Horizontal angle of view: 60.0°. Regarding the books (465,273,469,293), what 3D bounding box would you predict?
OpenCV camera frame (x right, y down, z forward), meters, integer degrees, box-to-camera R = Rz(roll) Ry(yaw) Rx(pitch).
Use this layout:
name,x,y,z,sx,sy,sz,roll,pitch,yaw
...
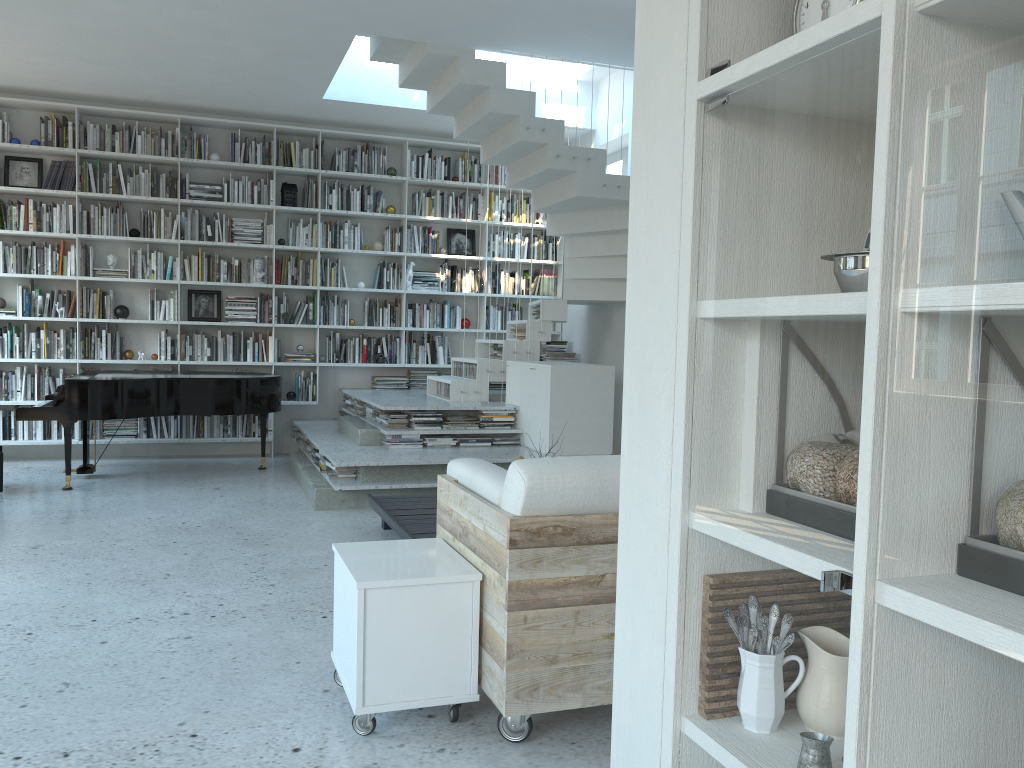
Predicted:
name,x,y,z,sx,sy,sz,roll,pitch,yaw
books,-0.487,-1.043,9.194,0.025,0.213,0.155,0,4,-19

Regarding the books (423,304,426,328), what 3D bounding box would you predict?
name,x,y,z,sx,sy,sz,roll,pitch,yaw
books,-0.910,-0.691,9.061,0.026,0.239,0.177,0,4,-19

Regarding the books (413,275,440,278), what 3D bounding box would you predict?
name,x,y,z,sx,sy,sz,roll,pitch,yaw
books,-0.896,-1.090,9.033,0.285,0.012,0.159,0,3,-24

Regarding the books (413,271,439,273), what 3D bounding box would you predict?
name,x,y,z,sx,sy,sz,roll,pitch,yaw
books,-0.897,-1.138,9.036,0.285,0.012,0.159,0,3,-17

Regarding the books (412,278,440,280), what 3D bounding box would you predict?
name,x,y,z,sx,sy,sz,roll,pitch,yaw
books,-0.898,-1.066,9.039,0.285,0.012,0.159,0,3,-22

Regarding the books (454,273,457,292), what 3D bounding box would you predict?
name,x,y,z,sx,sy,sz,roll,pitch,yaw
books,-0.592,-1.076,9.166,0.010,0.278,0.128,0,4,-19

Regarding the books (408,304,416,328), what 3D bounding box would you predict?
name,x,y,z,sx,sy,sz,roll,pitch,yaw
books,-1.015,-0.694,9.014,0.047,0.244,0.177,0,4,-19

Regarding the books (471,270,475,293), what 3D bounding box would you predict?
name,x,y,z,sx,sy,sz,roll,pitch,yaw
books,-0.428,-1.054,9.190,0.041,0.239,0.176,0,4,-19

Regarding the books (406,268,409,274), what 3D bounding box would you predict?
name,x,y,z,sx,sy,sz,roll,pitch,yaw
books,-1.075,-1.049,8.955,0.027,0.221,0.184,0,4,-19

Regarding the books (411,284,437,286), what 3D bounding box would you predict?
name,x,y,z,sx,sy,sz,roll,pitch,yaw
books,-0.904,-1.005,9.044,0.254,0.012,0.160,0,3,-17

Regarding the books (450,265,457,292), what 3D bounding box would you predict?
name,x,y,z,sx,sy,sz,roll,pitch,yaw
books,-0.616,-1.077,9.129,0.059,0.282,0.167,0,4,-19

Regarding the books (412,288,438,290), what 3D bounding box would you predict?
name,x,y,z,sx,sy,sz,roll,pitch,yaw
books,-0.903,-0.969,9.042,0.254,0.012,0.160,0,3,-23

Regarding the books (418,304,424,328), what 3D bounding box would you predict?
name,x,y,z,sx,sy,sz,roll,pitch,yaw
books,-0.938,-0.694,9.034,0.045,0.246,0.185,0,4,-19

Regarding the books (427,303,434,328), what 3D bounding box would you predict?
name,x,y,z,sx,sy,sz,roll,pitch,yaw
books,-0.839,-0.697,9.059,0.028,0.255,0.191,0,4,-19

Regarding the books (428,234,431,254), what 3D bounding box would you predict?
name,x,y,z,sx,sy,sz,roll,pitch,yaw
books,-0.856,-1.408,9.007,0.013,0.207,0.189,0,4,-19

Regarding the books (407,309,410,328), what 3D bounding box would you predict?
name,x,y,z,sx,sy,sz,roll,pitch,yaw
books,-1.063,-0.666,9.005,0.023,0.186,0.159,0,4,-19

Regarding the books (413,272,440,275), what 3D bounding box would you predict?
name,x,y,z,sx,sy,sz,roll,pitch,yaw
books,-0.897,-1.126,9.037,0.285,0.012,0.159,0,3,-21

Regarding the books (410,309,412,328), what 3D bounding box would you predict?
name,x,y,z,sx,sy,sz,roll,pitch,yaw
books,-1.042,-0.664,9.010,0.022,0.184,0.162,0,4,-19

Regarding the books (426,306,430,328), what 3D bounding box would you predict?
name,x,y,z,sx,sy,sz,roll,pitch,yaw
books,-0.865,-0.686,9.074,0.012,0.229,0.179,0,4,-19

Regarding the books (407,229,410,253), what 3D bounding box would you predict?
name,x,y,z,sx,sy,sz,roll,pitch,yaw
books,-1.059,-1.435,8.973,0.030,0.254,0.128,0,4,-19

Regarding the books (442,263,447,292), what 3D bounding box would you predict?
name,x,y,z,sx,sy,sz,roll,pitch,yaw
books,-0.695,-1.086,9.088,0.011,0.300,0.184,0,4,-19

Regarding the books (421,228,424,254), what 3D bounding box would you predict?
name,x,y,z,sx,sy,sz,roll,pitch,yaw
books,-0.923,-1.442,9.020,0.043,0.269,0.131,0,4,-19

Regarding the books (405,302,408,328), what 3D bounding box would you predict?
name,x,y,z,sx,sy,sz,roll,pitch,yaw
books,-1.083,-0.700,9.008,0.012,0.254,0.160,0,4,-19

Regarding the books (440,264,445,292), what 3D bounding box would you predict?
name,x,y,z,sx,sy,sz,roll,pitch,yaw
books,-0.715,-1.080,9.110,0.012,0.285,0.159,0,4,-19

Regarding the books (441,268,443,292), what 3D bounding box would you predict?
name,x,y,z,sx,sy,sz,roll,pitch,yaw
books,-0.743,-1.062,9.109,0.023,0.247,0.137,0,4,-19

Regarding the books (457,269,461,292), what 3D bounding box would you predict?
name,x,y,z,sx,sy,sz,roll,pitch,yaw
books,-0.566,-1.057,9.154,0.031,0.242,0.147,0,4,-19

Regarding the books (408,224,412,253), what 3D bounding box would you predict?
name,x,y,z,sx,sy,sz,roll,pitch,yaw
books,-1.033,-1.458,8.967,0.015,0.301,0.140,0,4,-19

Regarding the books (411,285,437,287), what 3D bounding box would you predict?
name,x,y,z,sx,sy,sz,roll,pitch,yaw
books,-0.903,-0.993,9.041,0.254,0.012,0.160,1,3,-15

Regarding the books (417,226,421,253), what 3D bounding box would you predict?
name,x,y,z,sx,sy,sz,roll,pitch,yaw
books,-0.946,-1.449,9.001,0.012,0.285,0.159,0,4,-19

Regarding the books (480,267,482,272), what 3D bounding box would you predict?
name,x,y,z,sx,sy,sz,roll,pitch,yaw
books,-0.335,-1.077,9.253,0.029,0.284,0.138,0,4,-19

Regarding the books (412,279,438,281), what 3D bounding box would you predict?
name,x,y,z,sx,sy,sz,roll,pitch,yaw
books,-0.897,-1.054,9.036,0.254,0.012,0.160,1,3,-14

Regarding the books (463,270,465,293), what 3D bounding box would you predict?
name,x,y,z,sx,sy,sz,roll,pitch,yaw
books,-0.514,-1.054,9.191,0.028,0.235,0.129,0,4,-19

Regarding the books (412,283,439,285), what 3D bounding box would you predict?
name,x,y,z,sx,sy,sz,roll,pitch,yaw
books,-0.902,-1.017,9.043,0.285,0.012,0.159,0,3,-21

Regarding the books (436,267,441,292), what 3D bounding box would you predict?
name,x,y,z,sx,sy,sz,roll,pitch,yaw
books,-0.753,-1.064,9.087,0.012,0.254,0.160,0,4,-19

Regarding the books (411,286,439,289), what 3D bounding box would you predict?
name,x,y,z,sx,sy,sz,roll,pitch,yaw
books,-0.902,-0.981,9.039,0.285,0.012,0.159,1,3,-14

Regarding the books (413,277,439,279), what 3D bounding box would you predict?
name,x,y,z,sx,sy,sz,roll,pitch,yaw
books,-0.899,-1.078,9.040,0.285,0.012,0.159,0,3,-17

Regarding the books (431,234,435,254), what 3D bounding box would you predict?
name,x,y,z,sx,sy,sz,roll,pitch,yaw
books,-0.826,-1.412,9.034,0.033,0.213,0.152,0,4,-19

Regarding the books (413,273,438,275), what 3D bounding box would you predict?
name,x,y,z,sx,sy,sz,roll,pitch,yaw
books,-0.898,-1.114,9.038,0.254,0.012,0.160,0,3,-17

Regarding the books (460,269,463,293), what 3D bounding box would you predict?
name,x,y,z,sx,sy,sz,roll,pitch,yaw
books,-0.543,-1.062,9.181,0.031,0.250,0.133,0,4,-19

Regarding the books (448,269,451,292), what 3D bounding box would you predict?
name,x,y,z,sx,sy,sz,roll,pitch,yaw
books,-0.670,-1.054,9.107,0.030,0.237,0.179,0,4,-19

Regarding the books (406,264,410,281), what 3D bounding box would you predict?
name,x,y,z,sx,sy,sz,roll,pitch,yaw
books,-1.059,-1.074,8.991,0.028,0.267,0.137,0,4,-19

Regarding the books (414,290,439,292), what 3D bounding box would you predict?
name,x,y,z,sx,sy,sz,roll,pitch,yaw
books,-0.903,-0.944,9.041,0.285,0.012,0.159,0,3,-24

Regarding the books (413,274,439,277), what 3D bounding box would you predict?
name,x,y,z,sx,sy,sz,roll,pitch,yaw
books,-0.898,-1.102,9.039,0.285,0.012,0.159,0,3,-17

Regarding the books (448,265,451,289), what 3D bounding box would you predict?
name,x,y,z,sx,sy,sz,roll,pitch,yaw
books,-0.654,-1.077,9.129,0.013,0.280,0.131,0,4,-19

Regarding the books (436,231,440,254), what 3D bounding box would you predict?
name,x,y,z,sx,sy,sz,roll,pitch,yaw
books,-0.774,-1.426,9.040,0.026,0.244,0.177,0,4,-19

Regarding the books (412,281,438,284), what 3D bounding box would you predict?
name,x,y,z,sx,sy,sz,roll,pitch,yaw
books,-0.900,-1.029,9.037,0.254,0.012,0.160,0,3,-24

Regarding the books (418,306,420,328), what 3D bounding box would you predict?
name,x,y,z,sx,sy,sz,roll,pitch,yaw
books,-0.965,-0.683,9.031,0.011,0.223,0.162,0,4,-19

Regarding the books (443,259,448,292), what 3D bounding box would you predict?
name,x,y,z,sx,sy,sz,roll,pitch,yaw
books,-0.685,-1.105,9.090,0.010,0.339,0.180,0,4,-19

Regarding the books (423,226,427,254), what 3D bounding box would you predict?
name,x,y,z,sx,sy,sz,roll,pitch,yaw
books,-0.889,-1.450,9.006,0.012,0.287,0.176,0,4,-19

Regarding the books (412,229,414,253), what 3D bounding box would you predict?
name,x,y,z,sx,sy,sz,roll,pitch,yaw
books,-1.018,-1.431,8.964,0.011,0.248,0.155,0,4,-19

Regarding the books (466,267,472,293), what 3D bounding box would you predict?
name,x,y,z,sx,sy,sz,roll,pitch,yaw
books,-0.456,-1.070,9.177,0.021,0.271,0.191,0,4,-19

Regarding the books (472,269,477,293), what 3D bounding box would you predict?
name,x,y,z,sx,sy,sz,roll,pitch,yaw
books,-0.402,-1.063,9.214,0.024,0.255,0.145,0,4,-19

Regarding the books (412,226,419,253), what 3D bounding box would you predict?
name,x,y,z,sx,sy,sz,roll,pitch,yaw
books,-0.984,-1.451,8.981,0.065,0.289,0.145,0,4,-19

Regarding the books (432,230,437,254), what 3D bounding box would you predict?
name,x,y,z,sx,sy,sz,roll,pitch,yaw
books,-0.799,-1.432,9.041,0.021,0.253,0.166,0,4,-19

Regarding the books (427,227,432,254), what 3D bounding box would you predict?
name,x,y,z,sx,sy,sz,roll,pitch,yaw
books,-0.845,-1.448,9.020,0.014,0.285,0.175,0,4,-19

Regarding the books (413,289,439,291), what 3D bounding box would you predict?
name,x,y,z,sx,sy,sz,roll,pitch,yaw
books,-0.903,-0.957,9.043,0.285,0.012,0.159,1,3,-15

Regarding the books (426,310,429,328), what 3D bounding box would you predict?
name,x,y,z,sx,sy,sz,roll,pitch,yaw
books,-0.881,-0.662,9.060,0.027,0.182,0.186,0,4,-19

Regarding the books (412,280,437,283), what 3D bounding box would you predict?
name,x,y,z,sx,sy,sz,roll,pitch,yaw
books,-0.903,-1.042,9.046,0.254,0.012,0.160,0,3,-19

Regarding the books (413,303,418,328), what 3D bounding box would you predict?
name,x,y,z,sx,sy,sz,roll,pitch,yaw
books,-0.985,-0.696,9.037,0.024,0.247,0.143,0,4,-19
